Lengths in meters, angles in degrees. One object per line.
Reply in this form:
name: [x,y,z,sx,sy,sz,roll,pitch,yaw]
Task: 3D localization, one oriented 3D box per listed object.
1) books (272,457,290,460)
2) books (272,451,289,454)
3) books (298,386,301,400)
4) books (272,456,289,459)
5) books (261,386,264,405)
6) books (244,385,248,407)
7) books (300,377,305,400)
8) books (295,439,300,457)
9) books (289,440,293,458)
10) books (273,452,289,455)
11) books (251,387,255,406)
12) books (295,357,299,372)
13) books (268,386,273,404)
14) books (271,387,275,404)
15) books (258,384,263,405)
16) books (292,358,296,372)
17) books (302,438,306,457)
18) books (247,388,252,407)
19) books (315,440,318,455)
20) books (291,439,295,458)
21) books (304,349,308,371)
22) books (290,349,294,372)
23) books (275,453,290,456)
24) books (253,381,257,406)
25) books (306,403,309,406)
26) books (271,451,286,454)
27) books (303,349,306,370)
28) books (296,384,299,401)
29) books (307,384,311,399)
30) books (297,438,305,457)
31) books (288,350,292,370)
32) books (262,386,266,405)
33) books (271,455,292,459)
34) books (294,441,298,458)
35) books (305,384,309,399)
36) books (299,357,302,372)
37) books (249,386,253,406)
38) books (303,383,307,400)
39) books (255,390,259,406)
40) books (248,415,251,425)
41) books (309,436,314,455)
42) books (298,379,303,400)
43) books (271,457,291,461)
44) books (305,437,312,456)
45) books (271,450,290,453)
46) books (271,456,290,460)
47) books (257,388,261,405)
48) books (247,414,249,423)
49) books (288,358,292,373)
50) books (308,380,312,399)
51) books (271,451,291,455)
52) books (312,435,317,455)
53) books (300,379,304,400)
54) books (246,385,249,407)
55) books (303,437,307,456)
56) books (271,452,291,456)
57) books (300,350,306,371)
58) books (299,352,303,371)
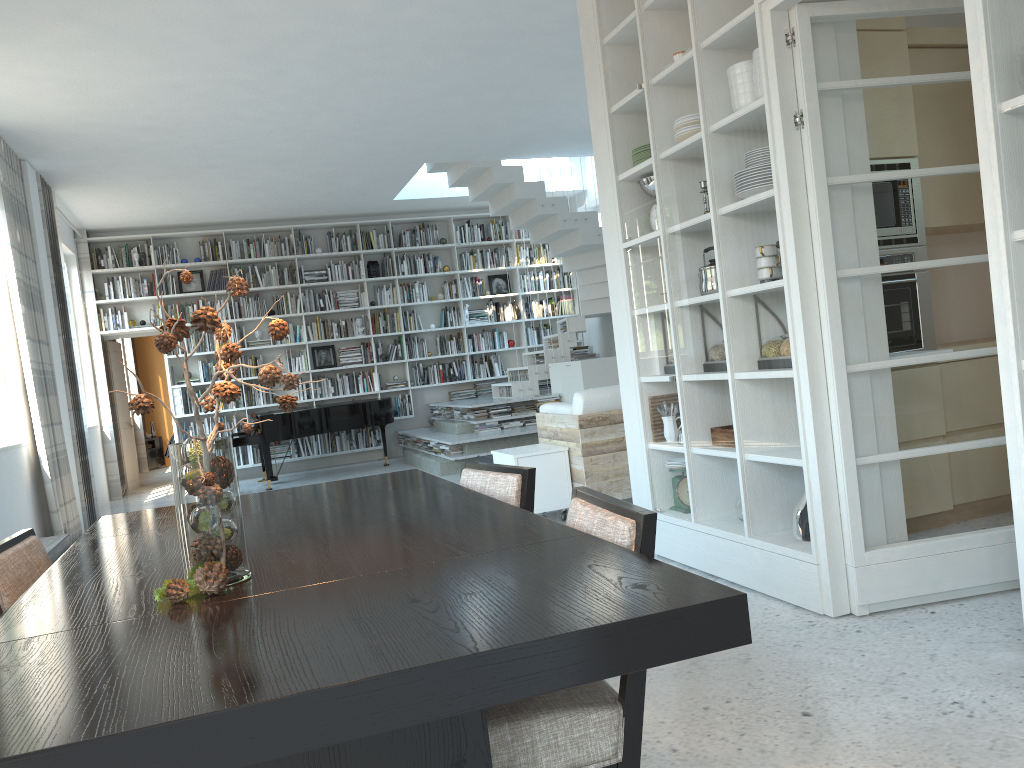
books: [-2.983,0.953,11.380,0.254,0.007,0.161,-7,1,-14]
books: [-2.992,0.878,11.383,0.254,0.007,0.161,-7,2,-17]
books: [-2.760,0.100,11.466,0.015,0.225,0.148,-7,2,-18]
books: [-2.987,0.940,11.385,0.254,0.007,0.161,-7,2,-17]
books: [-3.196,0.098,11.327,0.013,0.339,0.138,-7,2,-18]
books: [-3.375,0.152,11.260,0.013,0.276,0.147,-7,2,-18]
books: [-2.713,0.061,11.473,0.014,0.291,0.132,-7,2,-18]
books: [-2.773,0.824,11.455,0.028,0.238,0.136,-7,2,-18]
books: [-2.846,0.826,11.416,0.012,0.254,0.161,-7,2,-18]
books: [-2.991,0.892,11.384,0.254,0.007,0.161,-7,2,-17]
books: [-3.292,0.156,11.274,0.042,0.248,0.162,-7,2,-18]
books: [-2.776,-0.248,11.443,0.057,0.188,0.156,-7,2,-18]
books: [-3.091,0.124,11.335,0.027,0.261,0.163,-7,2,-18]
books: [-3.069,0.146,11.357,0.023,0.212,0.160,-7,2,-18]
books: [-3.203,0.134,11.299,0.027,0.269,0.185,-7,2,-18]
books: [-2.821,-0.240,11.444,0.030,0.183,0.154,-7,2,-18]
books: [-2.693,0.817,11.467,0.011,0.232,0.174,-7,2,-18]
books: [-3.336,0.166,11.259,0.030,0.239,0.157,-7,2,-18]
books: [-2.547,0.825,11.519,0.024,0.180,0.171,-7,2,-18]
books: [-2.831,0.817,11.437,0.031,0.266,0.144,-7,2,-18]
books: [-2.673,-0.308,11.471,0.021,0.282,0.162,-7,2,-18]
books: [-2.846,-0.295,11.429,0.012,0.298,0.166,-7,2,-18]
books: [-2.987,0.905,11.378,0.254,0.007,0.161,-7,2,-22]
books: [-3.269,0.120,11.280,0.014,0.313,0.166,-7,2,-18]
books: [-2.630,0.412,11.489,0.013,0.320,0.173,-7,2,-18]
books: [-2.993,0.871,11.383,0.285,0.007,0.159,-7,2,-17]
books: [-2.687,-0.304,11.463,0.011,0.279,0.187,-7,2,-18]
books: [-2.772,0.087,11.454,0.012,0.254,0.161,-7,2,-18]
books: [-2.633,0.097,11.497,0.024,0.201,0.158,-7,2,-18]
books: [-2.729,0.811,11.457,0.062,0.253,0.177,-7,2,-18]
books: [-2.857,-0.290,11.429,0.011,0.292,0.156,-7,2,-18]
books: [-3.168,0.144,11.328,0.028,0.241,0.135,-7,2,-18]
books: [-2.985,0.933,11.378,0.285,0.007,0.159,-7,2,-22]
books: [-2.794,0.845,11.435,0.029,0.202,0.178,-7,2,-18]
books: [-2.663,0.103,11.501,0.031,0.195,0.142,-7,2,-18]
books: [-2.740,-0.252,11.460,0.024,0.188,0.172,-7,2,-18]
books: [-3.316,0.147,11.257,0.012,0.272,0.181,-7,2,-18]
books: [-2.686,0.093,11.473,0.029,0.221,0.153,-7,2,-18]
books: [-3.245,0.176,11.293,0.024,0.196,0.157,-7,2,-18]
books: [-3.327,0.527,11.278,0.023,0.266,0.134,-7,2,-18]
books: [-2.602,0.792,11.516,0.025,0.259,0.132,-7,2,-18]
books: [-2.737,0.075,11.455,0.027,0.269,0.159,-7,2,-18]
books: [-2.985,0.960,11.389,0.285,0.007,0.159,-7,2,-18]
books: [-2.645,0.789,11.488,0.073,0.276,0.181,-7,2,-18]
books: [-2.995,0.864,11.386,0.285,0.007,0.159,-7,2,-18]
books: [-2.986,0.946,11.388,0.254,0.007,0.161,-7,2,-18]
books: [-3.224,0.164,11.295,0.021,0.215,0.172,-7,2,-18]
books: [-3.345,0.520,11.271,0.012,0.285,0.159,-7,2,-18]
books: [-2.865,-0.235,11.415,0.025,0.186,0.154,-7,2,-18]
books: [-2.623,0.074,11.528,0.019,0.242,0.107,-7,2,-18]
books: [-2.989,0.885,11.375,0.285,0.007,0.159,-7,2,-23]
books: [-2.569,0.788,11.494,0.024,0.260,0.189,-7,2,-18]
books: [-2.725,0.070,11.473,0.010,0.277,0.155,-7,2,-18]
books: [-3.360,0.147,11.255,0.013,0.283,0.146,-7,2,-18]
books: [-2.682,0.795,11.462,0.012,0.275,0.180,-7,2,-18]
books: [-2.988,0.898,11.378,0.285,0.007,0.159,-7,2,-22]
books: [-2.708,-0.297,11.466,0.027,0.269,0.178,-7,2,-18]
books: [-2.723,-0.283,11.454,0.012,0.244,0.171,-7,2,-18]
